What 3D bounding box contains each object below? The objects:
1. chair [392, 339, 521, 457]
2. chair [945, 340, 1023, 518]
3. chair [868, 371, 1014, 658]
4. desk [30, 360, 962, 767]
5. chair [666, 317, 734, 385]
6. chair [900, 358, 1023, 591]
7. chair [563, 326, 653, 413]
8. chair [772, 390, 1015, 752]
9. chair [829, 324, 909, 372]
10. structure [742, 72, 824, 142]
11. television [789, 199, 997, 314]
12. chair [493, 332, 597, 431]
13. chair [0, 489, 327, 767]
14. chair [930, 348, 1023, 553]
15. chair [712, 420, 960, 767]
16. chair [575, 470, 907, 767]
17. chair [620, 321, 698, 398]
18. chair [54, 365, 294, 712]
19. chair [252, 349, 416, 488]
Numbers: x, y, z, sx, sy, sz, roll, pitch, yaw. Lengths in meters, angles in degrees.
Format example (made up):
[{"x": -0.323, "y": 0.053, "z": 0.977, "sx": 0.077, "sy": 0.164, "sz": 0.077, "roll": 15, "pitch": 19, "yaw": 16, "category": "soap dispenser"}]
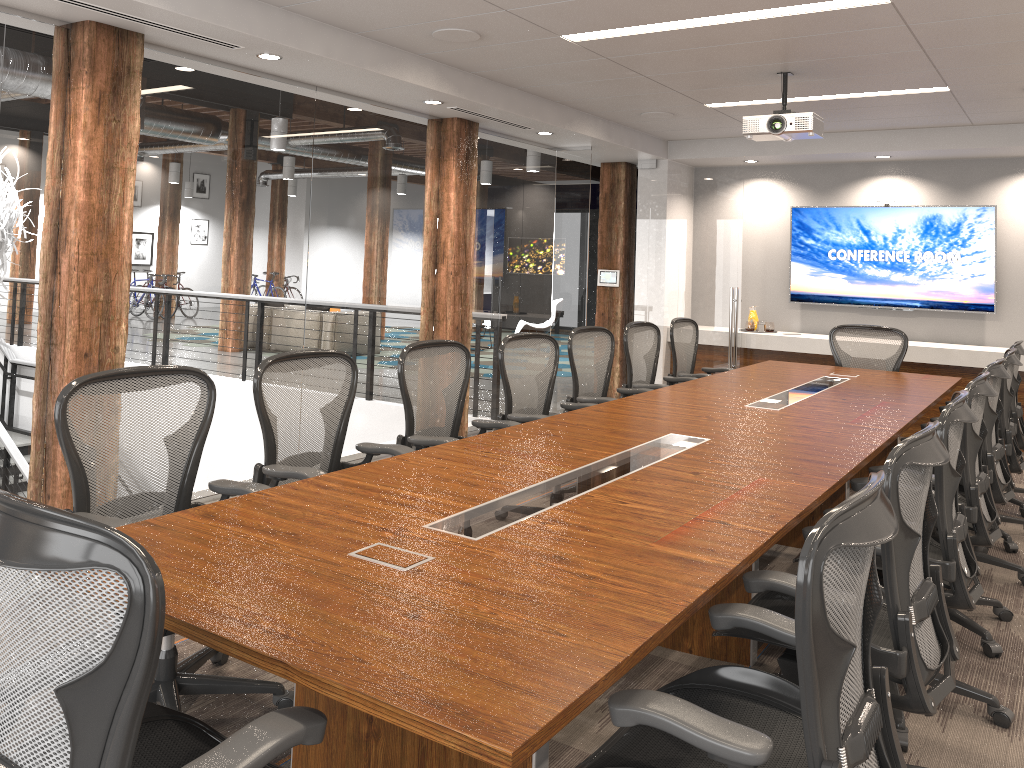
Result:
[{"x": -0.177, "y": 0.359, "z": 4.137, "sx": 0.763, "sy": 1.094, "sz": 0.800, "roll": 2, "pitch": 1, "yaw": 22, "category": "chair"}, {"x": 3.078, "y": 0.233, "z": 5.846, "sx": 0.763, "sy": 1.094, "sz": 0.800, "roll": 2, "pitch": 1, "yaw": 35, "category": "chair"}, {"x": 1.750, "y": 0.470, "z": 3.828, "sx": 0.763, "sy": 1.094, "sz": 0.800, "roll": 2, "pitch": 1, "yaw": 35, "category": "chair"}, {"x": 1.039, "y": 0.557, "z": 4.184, "sx": 1.410, "sy": 0.753, "sz": 6.052, "roll": 5, "pitch": 8, "yaw": 32, "category": "desk"}, {"x": 1.570, "y": 0.043, "z": 6.824, "sx": 0.764, "sy": 1.094, "sz": 0.798, "roll": 2, "pitch": 1, "yaw": 39, "category": "chair"}, {"x": 2.215, "y": 0.398, "z": 4.452, "sx": 0.794, "sy": 1.094, "sz": 0.769, "roll": 2, "pitch": 1, "yaw": 19, "category": "chair"}, {"x": 0.705, "y": 0.202, "z": 5.477, "sx": 0.763, "sy": 1.094, "sz": 0.800, "roll": 2, "pitch": 1, "yaw": 26, "category": "chair"}, {"x": 1.329, "y": 0.557, "z": 3.103, "sx": 0.793, "sy": 1.094, "sz": 0.769, "roll": 2, "pitch": 1, "yaw": 14, "category": "chair"}, {"x": 2.707, "y": 0.105, "z": 6.663, "sx": 0.772, "sy": 1.094, "sz": 0.791, "roll": 2, "pitch": 1, "yaw": 17, "category": "chair"}, {"x": 1.830, "y": -1.876, "z": 5.872, "sx": 0.462, "sy": 0.457, "sz": 0.317, "roll": 4, "pitch": 1, "yaw": 33, "category": "structure"}, {"x": 3.741, "y": -1.292, "z": 8.678, "sx": 1.918, "sy": 1.110, "sz": 0.064, "roll": 5, "pitch": -1, "yaw": 33, "category": "television"}, {"x": 0.266, "y": 0.277, "z": 4.831, "sx": 0.794, "sy": 1.094, "sz": 0.769, "roll": 2, "pitch": 1, "yaw": 19, "category": "chair"}, {"x": -0.695, "y": 0.701, "z": 1.576, "sx": 0.771, "sy": 1.094, "sz": 0.792, "roll": 2, "pitch": 1, "yaw": 7, "category": "chair"}, {"x": 2.648, "y": 0.312, "z": 5.174, "sx": 0.764, "sy": 1.094, "sz": 0.798, "roll": 3, "pitch": 1, "yaw": 43, "category": "chair"}, {"x": 0.872, "y": 0.628, "z": 2.485, "sx": 0.764, "sy": 1.094, "sz": 0.798, "roll": 2, "pitch": 1, "yaw": 32, "category": "chair"}, {"x": 0.446, "y": 0.715, "z": 1.757, "sx": 0.794, "sy": 1.094, "sz": 0.768, "roll": 2, "pitch": 1, "yaw": 27, "category": "chair"}, {"x": 1.113, "y": 0.114, "z": 6.203, "sx": 0.794, "sy": 1.094, "sz": 0.769, "roll": 2, "pitch": 1, "yaw": 17, "category": "chair"}, {"x": -1.086, "y": 0.511, "z": 2.829, "sx": 0.793, "sy": 1.094, "sz": 0.770, "roll": 2, "pitch": 1, "yaw": 7, "category": "chair"}, {"x": -0.677, "y": 0.427, "z": 3.528, "sx": 0.793, "sy": 1.094, "sz": 0.769, "roll": 2, "pitch": 1, "yaw": 15, "category": "chair"}]
